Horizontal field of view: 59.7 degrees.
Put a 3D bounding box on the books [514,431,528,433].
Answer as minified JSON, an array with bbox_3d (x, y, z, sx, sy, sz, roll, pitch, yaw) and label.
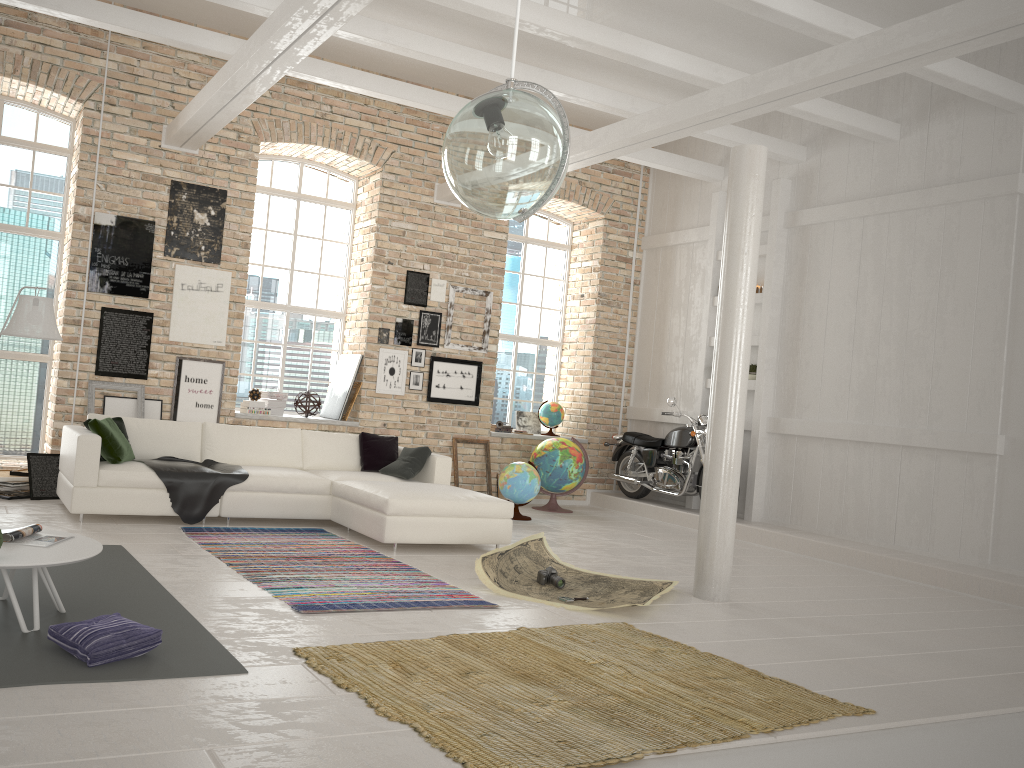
[{"bbox_3d":[0.113,0.600,11.071,0.143,0.014,0.099,4,-2,42],"label":"books"}]

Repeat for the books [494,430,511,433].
[{"bbox_3d":[-0.159,0.593,11.151,0.242,0.025,0.214,6,-2,-29],"label":"books"}]

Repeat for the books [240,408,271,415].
[{"bbox_3d":[-2.777,0.298,9.635,0.260,0.048,0.232,6,-2,-33],"label":"books"}]

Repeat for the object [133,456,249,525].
[{"bbox_3d":[-2.709,0.877,7.430,0.843,0.464,0.822,6,-1,-32],"label":"object"}]

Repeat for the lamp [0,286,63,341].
[{"bbox_3d":[-4.051,0.101,6.962,1.019,1.775,0.443,5,-1,6],"label":"lamp"}]

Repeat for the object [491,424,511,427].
[{"bbox_3d":[-0.143,0.520,11.150,0.202,0.021,0.168,6,-2,-30],"label":"object"}]

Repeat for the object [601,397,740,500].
[{"bbox_3d":[1.879,0.785,10.453,0.764,1.328,2.306,6,-1,-36],"label":"object"}]

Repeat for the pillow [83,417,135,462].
[{"bbox_3d":[-3.354,0.460,7.436,0.326,0.365,0.395,5,-1,16],"label":"pillow"}]

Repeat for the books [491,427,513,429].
[{"bbox_3d":[-0.149,0.542,11.161,0.242,0.026,0.216,6,-2,-34],"label":"books"}]

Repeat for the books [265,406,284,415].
[{"bbox_3d":[-2.708,0.293,10.029,0.226,0.088,0.333,6,-1,-26],"label":"books"}]

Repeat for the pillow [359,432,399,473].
[{"bbox_3d":[-1.274,0.672,8.588,0.403,0.390,0.256,6,-1,-28],"label":"pillow"}]

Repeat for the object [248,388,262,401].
[{"bbox_3d":[-2.796,0.116,9.694,0.142,0.137,0.144,5,-1,-3],"label":"object"}]

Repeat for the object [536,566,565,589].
[{"bbox_3d":[0.274,1.301,6.003,0.140,0.124,0.179,6,-1,-30],"label":"object"}]

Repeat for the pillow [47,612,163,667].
[{"bbox_3d":[-1.702,1.072,3.724,0.378,0.164,0.331,4,-2,36],"label":"pillow"}]

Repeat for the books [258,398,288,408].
[{"bbox_3d":[-2.701,0.210,10.032,0.223,0.088,0.337,6,-2,-36],"label":"books"}]

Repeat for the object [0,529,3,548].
[{"bbox_3d":[-2.231,0.658,3.754,0.175,0.164,0.150,4,-1,36],"label":"object"}]

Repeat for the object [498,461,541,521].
[{"bbox_3d":[0.073,1.126,9.495,0.461,0.631,0.435,5,-1,11],"label":"object"}]

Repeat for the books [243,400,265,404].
[{"bbox_3d":[-2.793,0.195,9.638,0.172,0.030,0.188,6,-2,-41],"label":"books"}]

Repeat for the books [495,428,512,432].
[{"bbox_3d":[-0.159,0.567,11.155,0.240,0.029,0.215,6,-2,-30],"label":"books"}]

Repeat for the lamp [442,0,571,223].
[{"bbox_3d":[0.020,-1.427,3.535,0.486,1.598,0.518,5,-1,-16],"label":"lamp"}]

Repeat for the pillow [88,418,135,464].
[{"bbox_3d":[-3.220,0.451,7.171,0.302,0.343,0.420,5,-1,-6],"label":"pillow"}]

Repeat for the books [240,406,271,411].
[{"bbox_3d":[-2.771,0.263,9.637,0.255,0.024,0.232,6,-2,-33],"label":"books"}]

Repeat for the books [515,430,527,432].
[{"bbox_3d":[0.106,0.586,11.076,0.109,0.013,0.125,4,-2,35],"label":"books"}]

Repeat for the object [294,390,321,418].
[{"bbox_3d":[-2.272,0.221,9.908,0.286,0.307,0.327,6,-1,-39],"label":"object"}]

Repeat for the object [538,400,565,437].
[{"bbox_3d":[0.509,0.446,11.544,0.314,0.465,0.346,6,-1,-25],"label":"object"}]

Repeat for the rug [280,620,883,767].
[{"bbox_3d":[0.284,1.309,3.962,2.064,0.021,1.634,6,-2,-35],"label":"rug"}]

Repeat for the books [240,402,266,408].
[{"bbox_3d":[-2.803,0.229,9.635,0.190,0.040,0.207,7,-2,-44],"label":"books"}]

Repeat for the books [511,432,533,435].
[{"bbox_3d":[0.122,0.617,11.069,0.215,0.022,0.186,6,-2,-29],"label":"books"}]

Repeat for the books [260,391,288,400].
[{"bbox_3d":[-2.697,0.125,10.023,0.245,0.085,0.284,4,-2,40],"label":"books"}]

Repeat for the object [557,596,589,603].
[{"bbox_3d":[0.399,1.352,5.601,0.214,0.019,0.103,6,-2,-33],"label":"object"}]

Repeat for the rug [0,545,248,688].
[{"bbox_3d":[-2.448,1.077,4.509,1.355,0.041,2.876,6,-2,-33],"label":"rug"}]

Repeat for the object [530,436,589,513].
[{"bbox_3d":[0.530,1.070,10.574,0.699,0.924,0.612,4,-1,36],"label":"object"}]

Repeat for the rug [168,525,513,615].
[{"bbox_3d":[-1.344,1.220,6.090,1.327,0.008,2.840,6,-2,-33],"label":"rug"}]

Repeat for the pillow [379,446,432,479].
[{"bbox_3d":[-0.984,0.708,8.245,0.319,0.305,0.444,6,-2,-40],"label":"pillow"}]

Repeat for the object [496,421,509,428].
[{"bbox_3d":[-0.122,0.505,11.182,0.097,0.090,0.465,5,-1,9],"label":"object"}]

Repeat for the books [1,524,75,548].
[{"bbox_3d":[-2.330,0.715,4.261,0.375,0.048,0.304,5,-1,0],"label":"books"}]

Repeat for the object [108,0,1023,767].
[{"bbox_3d":[0.216,-1.049,5.129,9.571,4.797,12.536,6,-2,-30],"label":"object"}]
